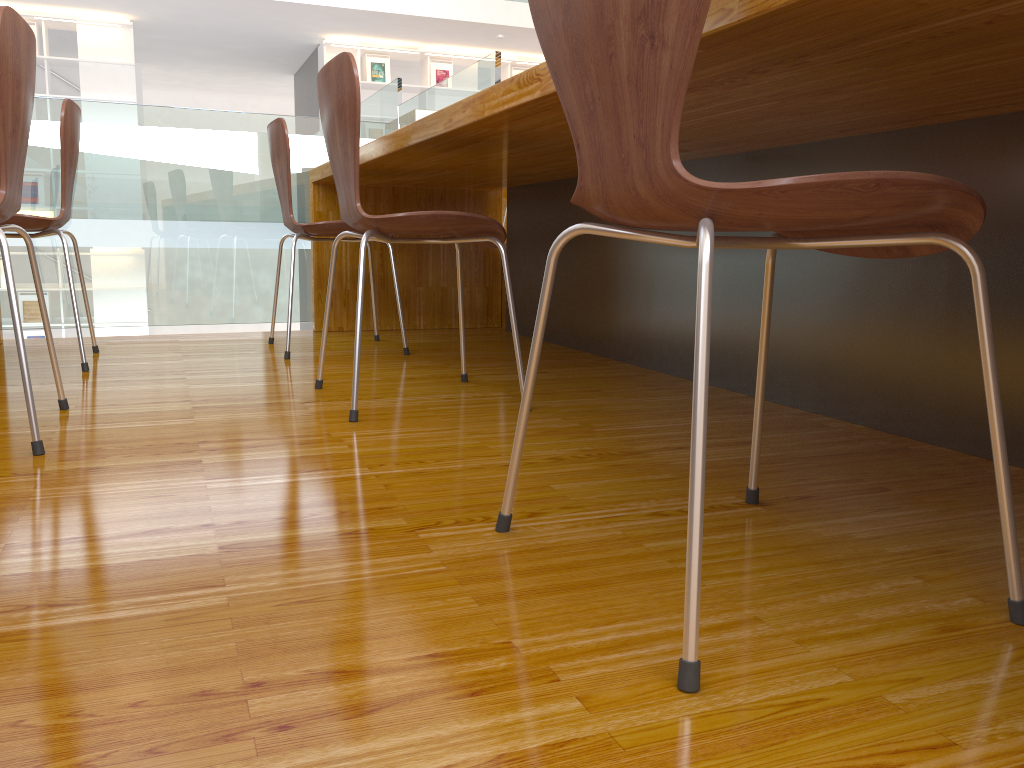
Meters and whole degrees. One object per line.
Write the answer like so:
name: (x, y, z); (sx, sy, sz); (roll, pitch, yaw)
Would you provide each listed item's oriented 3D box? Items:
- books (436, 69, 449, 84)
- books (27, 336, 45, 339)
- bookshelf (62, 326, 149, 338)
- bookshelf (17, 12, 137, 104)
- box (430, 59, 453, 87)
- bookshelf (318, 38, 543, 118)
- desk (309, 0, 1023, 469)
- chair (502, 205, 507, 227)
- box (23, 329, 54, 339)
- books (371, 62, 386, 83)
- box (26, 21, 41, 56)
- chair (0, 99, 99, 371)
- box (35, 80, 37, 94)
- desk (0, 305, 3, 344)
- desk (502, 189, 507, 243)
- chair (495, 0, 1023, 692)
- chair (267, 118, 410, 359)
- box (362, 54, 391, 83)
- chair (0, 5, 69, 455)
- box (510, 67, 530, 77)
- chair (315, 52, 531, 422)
books: (-0.728, -3.195, 9.327); (0.145, 0.210, 0.037); (-3, 10, -21)
books: (-4.424, -0.340, 8.254); (0.145, 0.210, 0.037); (-3, 10, -21)
bookshelf: (-5.283, -0.346, 8.080); (3.666, 1.836, 0.397); (-3, 10, -21)
bookshelf: (-5.238, -2.374, 7.712); (3.666, 1.836, 0.498); (-3, 10, -21)
box: (-0.769, -3.266, 9.408); (0.245, 0.296, 0.274); (-3, 10, -21)
bookshelf: (-0.523, -2.603, 9.542); (2.984, 1.836, 0.498); (-3, 10, -21)
desk: (0.200, -0.270, 1.975); (0.760, 0.606, 3.356); (-3, 10, -21)
chair: (0.192, -1.122, 4.883); (0.428, 0.693, 0.381); (-3, 10, -21)
box: (-4.460, -0.393, 8.347); (0.245, 0.296, 0.274); (-3, 10, -21)
books: (-1.369, -3.180, 9.075); (0.145, 0.210, 0.037); (-3, 10, -21)
box: (-4.381, -3.080, 7.940); (0.245, 0.296, 0.274); (-3, 10, -21)
chair: (-1.347, -0.397, 2.379); (0.381, 0.693, 0.428); (-3, 10, -21)
box: (-4.431, -2.752, 7.973); (0.245, 0.296, 0.274); (-3, 10, -21)
desk: (-1.662, 0.040, 1.192); (1.248, 1.022, 3.216); (-3, 10, -21)
desk: (0.895, -1.304, 5.873); (3.196, 0.757, 1.248); (-3, 10, -21)
chair: (0.235, -0.142, 0.894); (0.381, 0.693, 0.428); (-3, 10, -21)
chair: (-0.563, -0.454, 2.801); (0.381, 0.693, 0.428); (-3, 10, -21)
box: (-1.401, -3.234, 9.165); (0.245, 0.296, 0.274); (-3, 10, -21)
chair: (-0.993, -0.252, 1.486); (0.381, 0.693, 0.428); (-3, 10, -21)
box: (0.088, -3.306, 9.745); (0.245, 0.296, 0.274); (-3, 10, -21)
chair: (-0.209, -0.308, 1.909); (0.381, 0.693, 0.428); (-3, 10, -21)
